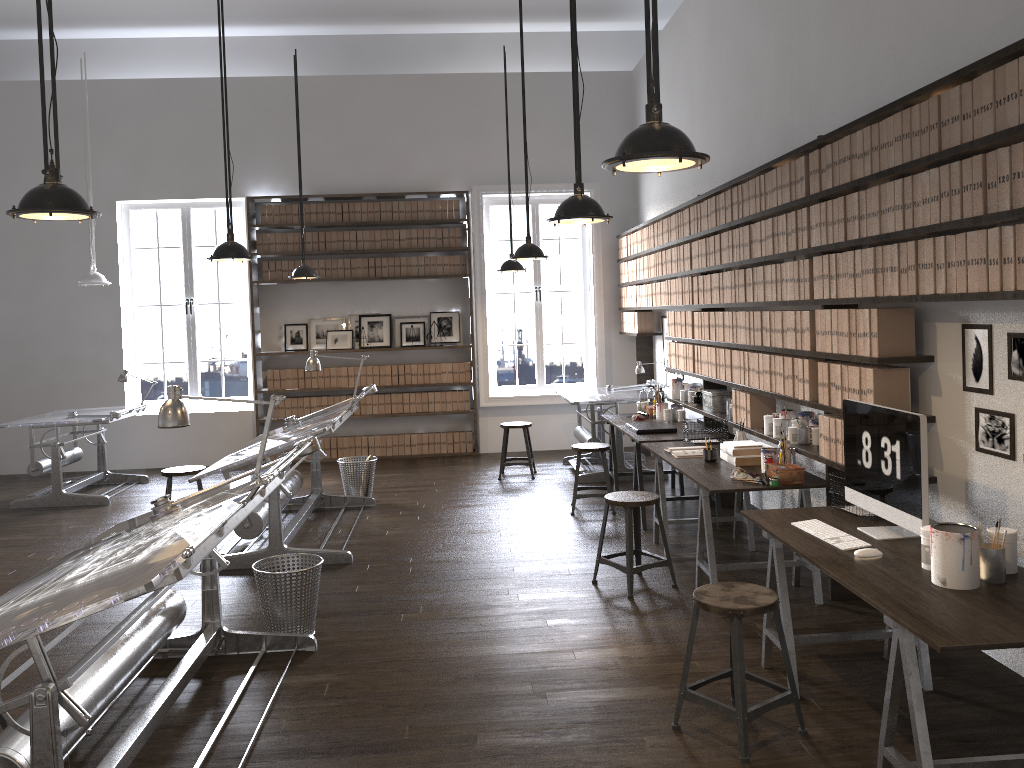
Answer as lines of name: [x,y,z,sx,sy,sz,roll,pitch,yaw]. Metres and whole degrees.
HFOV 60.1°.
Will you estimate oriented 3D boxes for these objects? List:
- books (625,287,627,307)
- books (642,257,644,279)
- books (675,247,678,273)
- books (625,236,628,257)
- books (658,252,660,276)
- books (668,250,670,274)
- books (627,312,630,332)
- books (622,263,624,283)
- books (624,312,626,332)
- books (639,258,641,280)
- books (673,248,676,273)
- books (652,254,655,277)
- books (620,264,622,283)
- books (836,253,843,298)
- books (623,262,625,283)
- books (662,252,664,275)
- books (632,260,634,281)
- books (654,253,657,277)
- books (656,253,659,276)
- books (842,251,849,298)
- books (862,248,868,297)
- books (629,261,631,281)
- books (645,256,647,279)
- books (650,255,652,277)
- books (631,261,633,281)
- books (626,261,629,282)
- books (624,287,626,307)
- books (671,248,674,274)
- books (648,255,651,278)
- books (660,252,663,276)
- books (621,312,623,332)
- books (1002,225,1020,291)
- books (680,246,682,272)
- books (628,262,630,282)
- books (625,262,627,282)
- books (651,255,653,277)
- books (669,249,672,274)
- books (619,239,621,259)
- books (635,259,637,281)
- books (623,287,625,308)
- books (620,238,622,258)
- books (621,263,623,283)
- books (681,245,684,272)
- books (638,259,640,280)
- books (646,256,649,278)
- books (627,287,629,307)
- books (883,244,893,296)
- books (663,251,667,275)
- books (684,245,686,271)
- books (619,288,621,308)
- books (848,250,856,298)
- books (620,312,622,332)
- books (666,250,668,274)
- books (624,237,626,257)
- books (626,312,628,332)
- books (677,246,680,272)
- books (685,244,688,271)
books: [1.338,-0.958,9.746,0.174,0.225,0.067,-2,2,-4]
books: [1.388,-1.154,8.828,0.174,0.225,0.067,-2,2,-4]
books: [1.476,-1.050,7.504,0.174,0.225,0.067,-2,2,-4]
books: [1.327,-1.501,9.649,0.174,0.225,0.067,-2,2,-4]
books: [1.440,-1.100,8.134,0.174,0.225,0.067,-2,2,-4]
books: [1.463,-1.072,7.773,0.174,0.225,0.067,-2,2,-4]
books: [1.355,-0.676,9.681,0.174,0.225,0.067,-2,2,-4]
books: [1.324,-1.241,9.868,0.174,0.225,0.067,-2,2,-4]
books: [1.342,-0.687,9.825,0.174,0.225,0.067,-2,2,-4]
books: [1.385,-1.165,8.966,0.174,0.225,0.067,-2,2,-4]
books: [1.473,-1.056,7.576,0.174,0.225,0.067,-2,2,-4]
books: [1.419,-1.116,8.344,0.174,0.225,0.067,-2,2,-4]
books: [1.312,-1.251,10.003,0.174,0.225,0.067,-2,2,-4]
books: [1.698,-0.536,4.362,0.174,0.225,0.067,-2,2,-4]
books: [1.324,-1.236,9.801,0.174,0.225,0.067,-2,2,-4]
books: [1.450,-1.088,7.985,0.174,0.225,0.067,-2,2,-4]
books: [1.359,-1.193,9.322,0.174,0.225,0.067,-2,2,-4]
books: [1.424,-1.110,8.272,0.174,0.225,0.067,-2,2,-4]
books: [1.432,-1.106,8.209,0.174,0.225,0.067,-2,2,-4]
books: [1.700,-0.531,4.292,0.174,0.225,0.067,-2,2,-4]
books: [1.713,-0.515,4.087,0.174,0.225,0.067,-2,2,-4]
books: [1.346,-1.203,9.457,0.174,0.225,0.067,-2,2,-4]
books: [1.399,-1.144,8.699,0.174,0.225,0.067,-2,2,-4]
books: [1.417,-1.127,8.487,0.174,0.225,0.067,-2,2,-4]
books: [1.351,-1.197,9.384,0.174,0.225,0.067,-2,2,-4]
books: [1.339,-1.225,9.664,0.174,0.225,0.067,-2,2,-4]
books: [1.339,-0.964,9.821,0.174,0.225,0.067,-2,2,-4]
books: [1.470,-1.061,7.639,0.174,0.225,0.067,-2,2,-4]
books: [1.411,-1.133,8.556,0.174,0.225,0.067,-2,2,-4]
books: [1.439,-1.094,8.060,0.174,0.225,0.067,-2,2,-4]
books: [1.330,-0.703,10.027,0.174,0.225,0.067,-2,2,-4]
books: [1.781,-0.432,3.033,0.174,0.225,0.067,-2,2,-4]
books: [1.491,-1.040,7.364,0.174,0.225,0.067,-2,2,-4]
books: [1.345,-1.209,9.529,0.174,0.225,0.067,-2,2,-4]
books: [1.334,-1.231,9.734,0.174,0.225,0.067,-2,2,-4]
books: [1.418,-1.122,8.417,0.174,0.225,0.067,-2,2,-4]
books: [1.461,-1.066,7.705,0.174,0.225,0.067,-2,2,-4]
books: [1.300,-1.528,10.002,0.174,0.225,0.067,-2,2,-4]
books: [1.365,-1.182,9.182,0.174,0.225,0.067,-2,2,-4]
books: [1.330,-0.969,9.891,0.174,0.225,0.067,-2,2,-4]
books: [1.308,-1.523,9.930,0.174,0.225,0.067,-2,2,-4]
books: [1.318,-1.246,9.931,0.174,0.225,0.067,-2,2,-4]
books: [1.488,-1.034,7.294,0.174,0.225,0.067,-2,2,-4]
books: [1.376,-1.170,9.036,0.174,0.225,0.067,-2,2,-4]
books: [1.402,-1.138,8.626,0.174,0.225,0.067,-2,2,-4]
books: [1.349,-0.952,9.672,0.174,0.225,0.067,-2,2,-4]
books: [1.728,-0.499,3.882,0.174,0.225,0.067,-2,2,-4]
books: [1.450,-1.082,7.914,0.174,0.225,0.067,-2,2,-4]
books: [1.497,-1.029,7.228,0.174,0.225,0.067,-2,2,-4]
books: [1.314,-0.985,10.100,0.174,0.225,0.067,-2,2,-4]
books: [1.701,-0.525,4.221,0.174,0.225,0.067,-2,2,-4]
books: [1.331,-0.709,10.103,0.174,0.225,0.067,-2,2,-4]
books: [1.458,-1.077,7.844,0.174,0.225,0.067,-2,2,-4]
books: [1.320,-1.506,9.721,0.174,0.225,0.067,-2,2,-4]
books: [1.347,-0.681,9.753,0.174,0.225,0.067,-2,2,-4]
books: [1.484,-1.045,7.434,0.174,0.225,0.067,-2,2,-4]
books: [1.500,-1.024,7.165,0.174,0.225,0.067,-2,2,-4]
